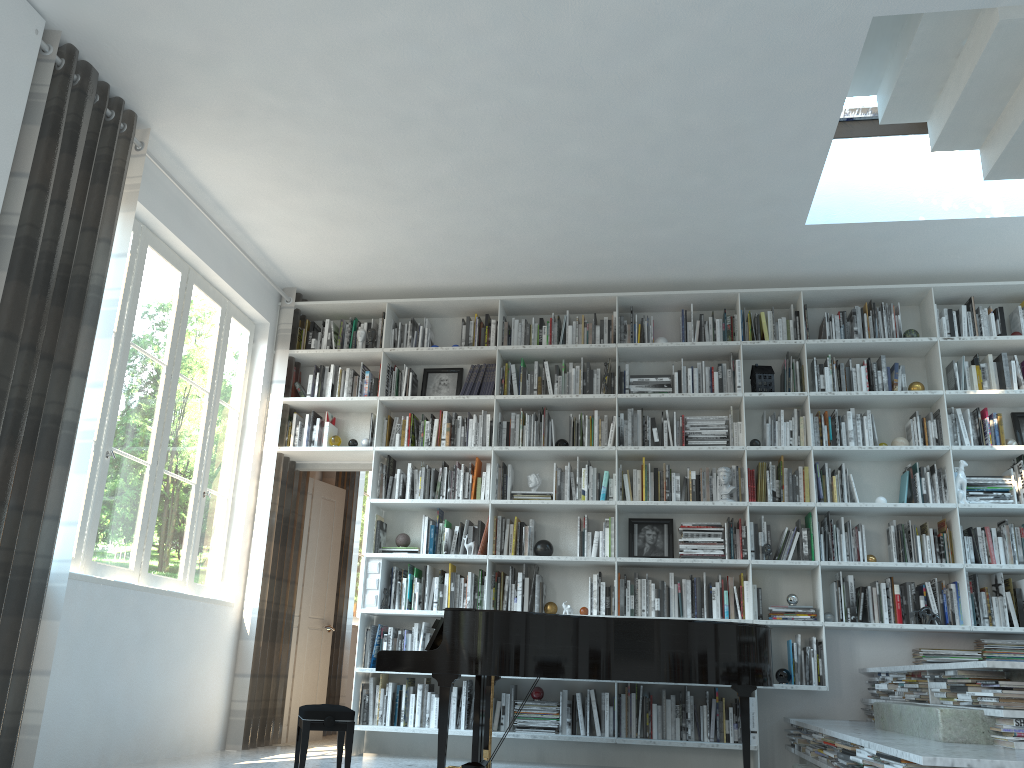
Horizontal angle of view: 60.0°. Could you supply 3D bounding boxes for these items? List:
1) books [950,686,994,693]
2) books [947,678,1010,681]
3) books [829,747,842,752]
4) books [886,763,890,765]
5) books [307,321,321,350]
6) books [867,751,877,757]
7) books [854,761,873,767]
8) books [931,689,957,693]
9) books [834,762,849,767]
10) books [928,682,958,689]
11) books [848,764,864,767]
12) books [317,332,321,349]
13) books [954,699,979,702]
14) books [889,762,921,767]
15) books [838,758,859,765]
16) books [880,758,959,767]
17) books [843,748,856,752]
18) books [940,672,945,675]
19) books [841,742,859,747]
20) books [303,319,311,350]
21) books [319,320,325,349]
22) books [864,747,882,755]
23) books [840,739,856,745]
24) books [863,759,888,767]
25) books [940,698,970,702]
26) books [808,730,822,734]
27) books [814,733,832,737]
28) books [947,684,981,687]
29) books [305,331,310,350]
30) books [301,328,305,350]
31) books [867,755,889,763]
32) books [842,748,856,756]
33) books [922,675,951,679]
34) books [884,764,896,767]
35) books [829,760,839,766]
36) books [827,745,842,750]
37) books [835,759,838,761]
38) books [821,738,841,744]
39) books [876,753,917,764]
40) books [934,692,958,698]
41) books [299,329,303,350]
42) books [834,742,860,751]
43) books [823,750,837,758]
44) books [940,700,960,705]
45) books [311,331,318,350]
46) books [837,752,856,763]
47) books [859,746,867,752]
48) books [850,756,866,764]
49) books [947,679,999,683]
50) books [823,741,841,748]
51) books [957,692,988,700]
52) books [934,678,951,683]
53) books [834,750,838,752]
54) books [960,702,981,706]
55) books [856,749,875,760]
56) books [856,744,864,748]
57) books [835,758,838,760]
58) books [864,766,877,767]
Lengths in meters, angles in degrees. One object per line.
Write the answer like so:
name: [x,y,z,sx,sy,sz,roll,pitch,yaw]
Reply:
books: [2.027,1.325,3.840,0.177,0.026,0.231,-1,-18,9]
books: [2.027,1.283,3.853,0.171,0.007,0.261,0,-18,7]
books: [1.587,1.711,4.151,0.155,0.009,0.298,-1,-18,10]
books: [1.454,1.405,3.293,0.133,0.009,0.210,-2,-19,13]
books: [-1.497,-0.318,6.727,0.025,0.268,0.177,-1,-18,9]
books: [1.431,1.383,3.304,0.178,0.010,0.196,-2,-19,14]
books: [1.480,1.530,3.570,0.171,0.007,0.261,-2,-19,12]
books: [2.065,1.429,4.126,0.178,0.015,0.188,-2,-19,14]
books: [1.516,1.663,3.847,0.189,0.009,0.292,-2,-19,12]
books: [2.071,1.408,4.132,0.174,0.029,0.251,0,-18,7]
books: [1.474,1.549,3.565,0.189,0.013,0.216,0,-18,7]
books: [-1.440,-0.275,6.732,0.031,0.195,0.145,-1,-18,9]
books: [2.029,1.367,3.826,0.154,0.007,0.293,-2,-19,12]
books: [1.391,1.301,3.012,0.165,0.015,0.244,-2,-19,13]
books: [1.526,1.645,3.851,0.177,0.011,0.221,-1,-19,11]
books: [1.385,1.289,3.017,0.176,0.010,0.267,1,-18,5]
books: [1.544,1.596,3.864,0.150,0.008,0.218,0,-18,8]
books: [2.090,1.358,4.145,0.134,0.014,0.182,-2,-19,14]
books: [1.543,1.575,3.871,0.157,0.007,0.269,-1,-18,9]
books: [-1.540,-0.324,6.739,0.014,0.285,0.175,-1,-18,9]
books: [-1.420,-0.321,6.726,0.010,0.280,0.161,-1,-18,9]
books: [1.431,1.371,3.308,0.182,0.016,0.257,-2,-19,12]
books: [1.540,1.568,3.874,0.160,0.008,0.240,-1,-18,10]
books: [1.431,1.416,3.293,0.168,0.013,0.282,1,-18,4]
books: [2.092,1.464,4.110,0.136,0.013,0.259,-1,-18,9]
books: [1.613,1.755,4.463,0.193,0.005,0.225,1,-18,5]
books: [1.628,1.762,4.458,0.174,0.011,0.228,0,-18,8]
books: [2.023,1.308,3.846,0.187,0.009,0.251,-1,-18,9]
books: [-1.522,-0.281,6.725,0.024,0.194,0.167,-1,-18,9]
books: [-1.558,-0.291,6.741,0.023,0.222,0.151,-1,-18,9]
books: [1.440,1.398,3.297,0.175,0.006,0.252,-1,-18,9]
books: [1.541,1.608,3.861,0.142,0.017,0.240,1,-18,5]
books: [2.060,1.371,4.145,0.192,0.014,0.257,1,-18,5]
books: [1.390,1.320,3.006,0.156,0.027,0.288,1,-18,4]
books: [1.574,1.770,4.134,0.161,0.008,0.255,-2,-19,14]
books: [1.583,1.703,4.154,0.169,0.009,0.242,-1,-18,9]
books: [1.596,1.764,4.132,0.128,0.005,0.297,-1,-19,11]
books: [1.573,1.680,4.163,0.179,0.012,0.250,0,-18,6]
books: [1.378,1.277,3.022,0.192,0.014,0.257,1,-18,5]
books: [2.076,1.447,4.118,0.167,0.024,0.193,-1,-18,10]
books: [-1.580,-0.290,6.755,0.024,0.227,0.130,-1,-18,9]
books: [1.529,1.585,3.870,0.170,0.014,0.282,0,-18,6]
books: [1.573,1.734,4.146,0.182,0.013,0.288,-1,-18,10]
books: [2.083,1.478,4.107,0.132,0.016,0.263,-2,-19,14]
books: [-1.473,-0.279,6.711,0.028,0.186,0.182,-1,-18,9]
books: [1.529,1.628,3.857,0.160,0.025,0.244,1,-18,4]
books: [1.493,1.478,3.584,0.139,0.013,0.289,-2,-19,14]
books: [1.479,1.519,3.574,0.180,0.016,0.183,0,-18,6]
books: [2.026,1.293,3.850,0.168,0.013,0.282,0,-18,6]
books: [1.576,1.692,4.159,0.165,0.014,0.236,1,-18,4]
books: [2.035,1.351,3.830,0.155,0.028,0.190,-1,-18,10]
books: [2.082,1.386,4.137,0.145,0.017,0.209,1,-18,4]
books: [1.595,1.721,4.146,0.140,0.013,0.181,-1,-18,10]
books: [2.032,1.380,3.821,0.142,0.020,0.231,-2,-19,14]
books: [1.494,1.498,3.578,0.141,0.028,0.223,1,-18,4]
books: [1.493,1.466,3.588,0.157,0.014,0.216,-1,-19,11]
books: [1.597,1.757,4.134,0.132,0.009,0.270,-1,-18,10]
books: [1.429,1.439,3.286,0.191,0.015,0.247,-1,-18,10]
